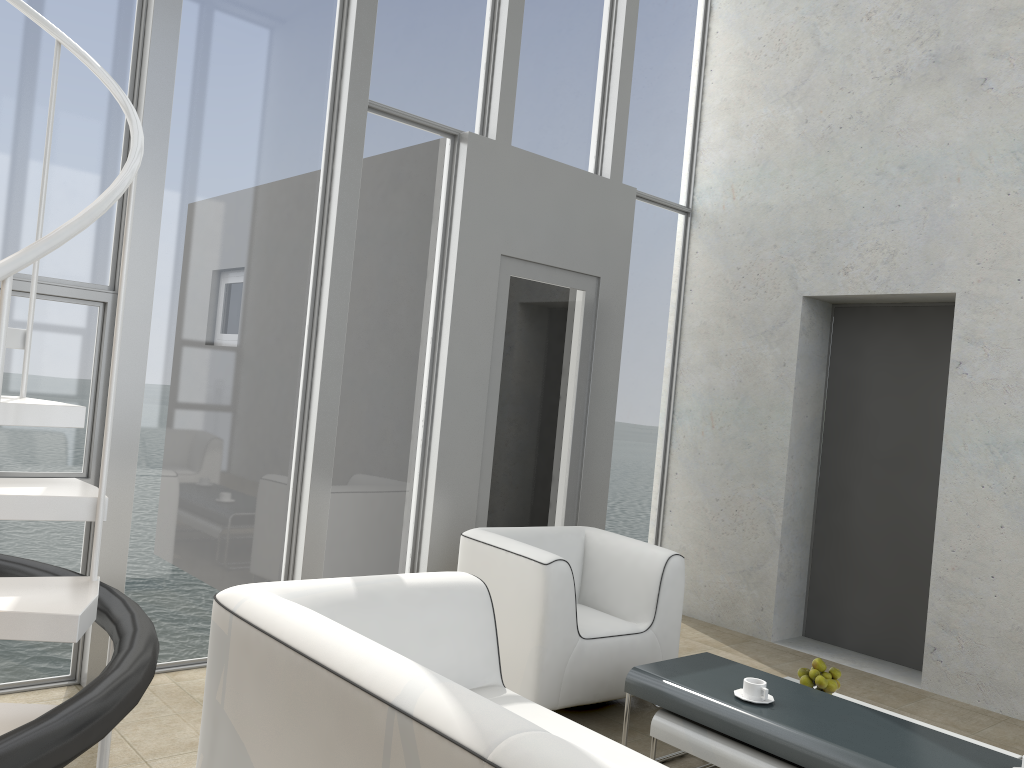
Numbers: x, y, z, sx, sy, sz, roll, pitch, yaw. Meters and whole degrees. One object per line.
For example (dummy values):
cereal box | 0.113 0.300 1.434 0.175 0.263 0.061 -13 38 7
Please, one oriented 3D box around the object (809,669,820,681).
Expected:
object | 1.160 1.115 3.400 0.044 0.043 0.040 6 -1 -27

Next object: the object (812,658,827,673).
object | 1.189 1.088 3.431 0.055 0.056 0.055 6 -1 -41

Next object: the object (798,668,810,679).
object | 1.141 1.133 3.454 0.055 0.048 0.054 5 -1 42

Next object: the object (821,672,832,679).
object | 1.210 1.126 3.412 0.040 0.038 0.040 5 -1 20

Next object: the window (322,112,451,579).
window | -0.663 -0.018 4.540 0.556 2.646 0.010 6 -1 -41

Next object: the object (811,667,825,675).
object | 1.195 1.125 3.466 0.055 0.054 0.050 5 -1 18

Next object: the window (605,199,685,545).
window | 0.828 0.137 5.848 0.605 2.646 0.010 6 -1 -41

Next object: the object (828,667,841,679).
object | 1.247 1.118 3.425 0.047 0.045 0.047 6 -1 -41

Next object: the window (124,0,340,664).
window | -1.136 -1.575 4.016 0.742 5.653 0.010 6 -1 -41

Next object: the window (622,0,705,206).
window | 1.044 -2.705 5.834 0.742 2.947 0.010 6 -1 -41

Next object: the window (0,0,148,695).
window | -1.810 -1.645 3.403 0.800 5.700 0.050 6 -1 -41

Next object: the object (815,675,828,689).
object | 1.172 1.128 3.359 0.047 0.048 0.047 5 -1 11

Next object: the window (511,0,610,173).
window | 0.360 -2.776 5.233 0.742 2.947 0.010 6 -1 -41

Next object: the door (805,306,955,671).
door | 2.232 0.576 5.264 0.040 2.080 0.864 6 -1 -41

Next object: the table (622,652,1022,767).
table | 1.063 1.289 2.873 0.532 0.390 1.420 6 -1 -41

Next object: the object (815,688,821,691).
object | 1.169 1.187 3.389 0.048 0.048 0.048 6 -1 -30

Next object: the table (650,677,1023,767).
table | 1.125 1.354 3.098 0.929 0.276 0.901 6 -1 -41

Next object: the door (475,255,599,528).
door | 0.119 0.363 5.135 0.804 2.102 0.030 6 -1 -41

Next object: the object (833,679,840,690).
object | 1.240 1.154 3.406 0.040 0.040 0.039 5 -1 40

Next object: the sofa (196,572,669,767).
sofa | 0.279 1.001 1.928 0.971 0.638 2.601 6 -1 -41

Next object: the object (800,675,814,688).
object | 1.133 1.147 3.408 0.053 0.055 0.054 5 -1 13

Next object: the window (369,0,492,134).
window | -0.324 -2.847 4.631 0.742 2.947 0.010 6 -1 -41

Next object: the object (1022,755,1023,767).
object | 1.490 1.096 2.512 0.075 0.057 0.090 5 -1 7

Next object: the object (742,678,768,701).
object | 0.823 1.038 3.007 0.075 0.057 0.090 5 -1 7

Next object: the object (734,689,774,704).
object | 0.822 1.065 3.014 0.130 0.014 0.136 6 -1 -26

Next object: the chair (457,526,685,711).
chair | 0.244 1.021 4.057 0.829 0.635 0.720 6 -1 -36

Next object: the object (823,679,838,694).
object | 1.209 1.149 3.377 0.058 0.058 0.058 5 -1 16

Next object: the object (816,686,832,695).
object | 1.208 1.186 3.429 0.059 0.056 0.061 5 -1 4
